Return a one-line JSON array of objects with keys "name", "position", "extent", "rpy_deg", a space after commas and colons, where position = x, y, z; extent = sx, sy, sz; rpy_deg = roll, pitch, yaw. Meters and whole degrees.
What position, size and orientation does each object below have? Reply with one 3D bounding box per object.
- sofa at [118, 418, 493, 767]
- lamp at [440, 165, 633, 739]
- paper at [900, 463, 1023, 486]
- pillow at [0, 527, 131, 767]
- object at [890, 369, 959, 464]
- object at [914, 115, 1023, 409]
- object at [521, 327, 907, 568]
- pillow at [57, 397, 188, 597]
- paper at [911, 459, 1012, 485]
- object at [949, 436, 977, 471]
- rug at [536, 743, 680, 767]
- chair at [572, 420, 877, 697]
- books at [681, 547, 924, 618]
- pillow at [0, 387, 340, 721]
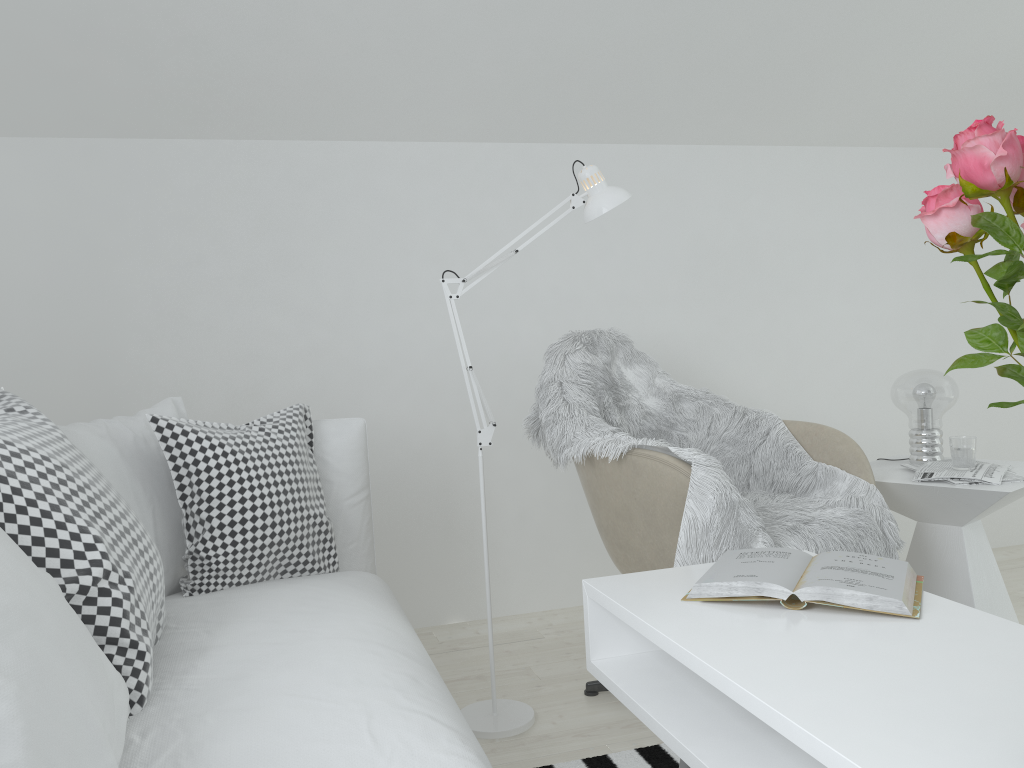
[{"name": "sofa", "position": [-0.429, 0.525, 0.967], "extent": [0.917, 0.768, 2.647], "rpy_deg": [-4, 2, -16]}, {"name": "lamp", "position": [0.084, 0.144, 2.206], "extent": [0.527, 1.373, 0.196], "rpy_deg": [-4, 2, -11]}, {"name": "paper", "position": [1.214, 0.236, 2.386], "extent": [0.205, 0.015, 0.312], "rpy_deg": [-3, 2, -1]}, {"name": "pillow", "position": [-0.618, 0.271, 0.913], "extent": [0.391, 0.505, 0.599], "rpy_deg": [-4, 2, -16]}, {"name": "object", "position": [1.221, 0.094, 2.621], "extent": [0.185, 0.279, 0.185], "rpy_deg": [-4, 2, -22]}, {"name": "object", "position": [0.562, 0.048, 0.780], "extent": [0.327, 0.599, 0.350], "rpy_deg": [-3, 2, 4]}, {"name": "object", "position": [0.484, 0.227, 2.333], "extent": [0.784, 0.789, 0.954], "rpy_deg": [-5, 3, -35]}, {"name": "pillow", "position": [-0.858, 0.262, 1.814], "extent": [0.333, 0.498, 0.623], "rpy_deg": [-2, 2, 18]}, {"name": "paper", "position": [1.214, 0.233, 2.386], "extent": [0.205, 0.024, 0.312], "rpy_deg": [-2, 3, 34]}, {"name": "object", "position": [1.212, 0.186, 2.382], "extent": [0.067, 0.087, 0.067], "rpy_deg": [-4, 2, -18]}, {"name": "rug", "position": [1.303, 0.802, 1.339], "extent": [4.362, 0.004, 1.846], "rpy_deg": [-4, 2, -16]}, {"name": "chair", "position": [0.487, 0.333, 2.345], "extent": [0.719, 0.941, 0.776], "rpy_deg": [-5, 3, -41]}, {"name": "books", "position": [0.466, 0.309, 1.417], "extent": [0.342, 0.040, 0.231], "rpy_deg": [-2, 3, 26]}, {"name": "pillow", "position": [-0.482, 0.265, 0.946], "extent": [0.676, 0.513, 2.488], "rpy_deg": [-4, 2, -14]}]
